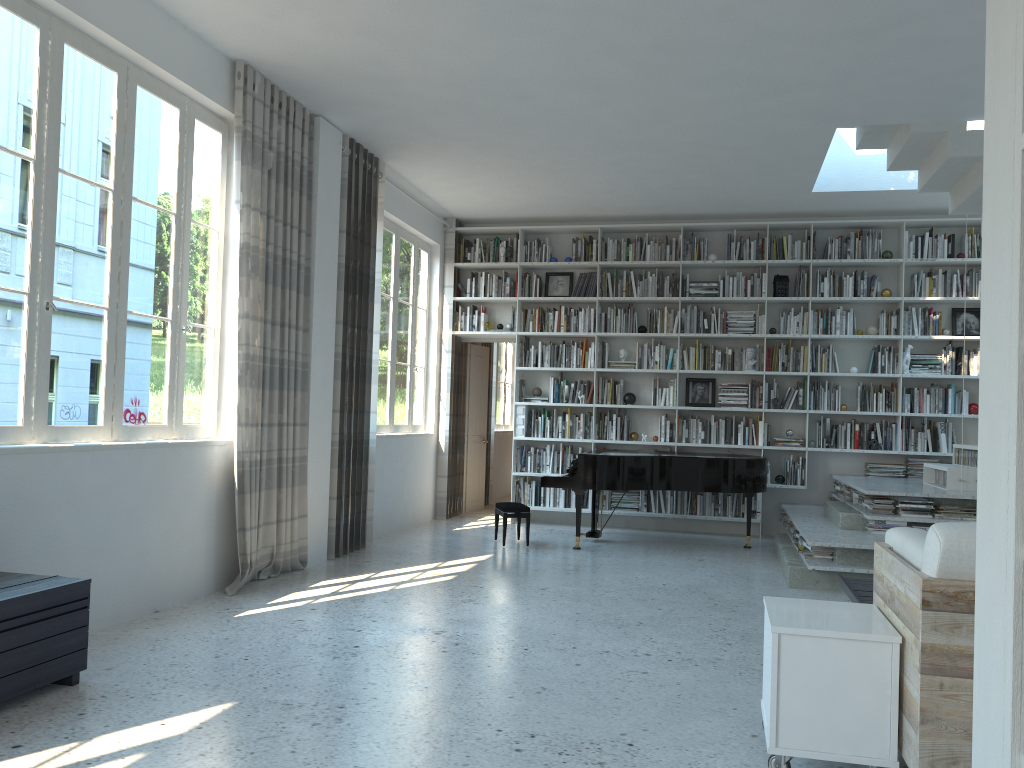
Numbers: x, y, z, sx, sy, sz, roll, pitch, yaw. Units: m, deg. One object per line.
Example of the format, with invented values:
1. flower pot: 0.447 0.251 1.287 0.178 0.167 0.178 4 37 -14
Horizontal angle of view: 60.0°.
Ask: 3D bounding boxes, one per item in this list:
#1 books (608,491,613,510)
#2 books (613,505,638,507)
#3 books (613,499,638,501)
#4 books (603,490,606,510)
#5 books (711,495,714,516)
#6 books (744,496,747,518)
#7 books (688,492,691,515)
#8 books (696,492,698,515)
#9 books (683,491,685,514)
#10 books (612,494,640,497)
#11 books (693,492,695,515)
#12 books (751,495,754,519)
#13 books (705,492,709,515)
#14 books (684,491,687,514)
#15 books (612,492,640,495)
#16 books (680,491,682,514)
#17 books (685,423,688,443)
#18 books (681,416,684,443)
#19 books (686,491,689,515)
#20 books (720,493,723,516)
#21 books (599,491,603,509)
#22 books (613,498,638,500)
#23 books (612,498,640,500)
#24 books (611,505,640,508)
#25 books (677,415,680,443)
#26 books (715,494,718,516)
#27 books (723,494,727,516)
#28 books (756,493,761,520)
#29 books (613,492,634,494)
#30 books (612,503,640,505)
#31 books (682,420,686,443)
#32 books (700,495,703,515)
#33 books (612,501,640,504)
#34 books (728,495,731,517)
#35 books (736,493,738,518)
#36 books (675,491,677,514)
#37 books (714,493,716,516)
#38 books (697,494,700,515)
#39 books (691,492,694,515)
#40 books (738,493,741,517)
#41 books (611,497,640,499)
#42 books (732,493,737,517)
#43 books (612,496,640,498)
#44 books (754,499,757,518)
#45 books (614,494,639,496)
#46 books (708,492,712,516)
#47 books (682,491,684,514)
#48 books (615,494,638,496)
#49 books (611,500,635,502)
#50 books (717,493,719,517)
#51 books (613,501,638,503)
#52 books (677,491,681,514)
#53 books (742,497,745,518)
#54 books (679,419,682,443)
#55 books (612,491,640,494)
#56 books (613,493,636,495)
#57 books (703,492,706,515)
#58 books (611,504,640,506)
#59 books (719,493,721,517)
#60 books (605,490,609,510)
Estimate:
1. books: 1.027 1.167 9.251 0.027 0.282 0.129 2 -2 13
2. books: 1.184 1.260 9.203 0.254 0.007 0.161 1 -2 9
3. books: 1.184 1.199 9.214 0.254 0.006 0.161 1 -2 13
4. books: 0.974 1.191 9.253 0.023 0.231 0.164 2 -2 13
5. books: 2.040 1.230 9.007 0.024 0.203 0.144 2 -2 13
6. books: 2.348 1.236 8.918 0.022 0.205 0.191 2 -2 13
7. books: 1.817 1.171 9.055 0.034 0.311 0.170 2 -2 13
8. books: 1.887 1.201 9.050 0.012 0.255 0.150 2 -2 13
9. books: 1.764 1.196 9.086 0.010 0.259 0.131 2 -2 13
10. books: 1.187 1.156 9.208 0.285 0.005 0.159 1 -2 10
11. books: 1.862 1.208 9.050 0.012 0.239 0.128 2 -2 13
12. books: 2.412 1.231 8.900 0.029 0.217 0.191 2 -2 13
13. books: 1.987 1.213 9.022 0.030 0.234 0.138 2 -2 13
14. books: 1.779 1.194 9.073 0.025 0.263 0.145 2 -2 13
15. books: 1.189 1.134 9.216 0.285 0.005 0.159 1 -2 13
16. books: 1.733 1.174 9.064 0.014 0.300 0.184 2 -2 13
17. books: 1.793 0.499 9.085 0.024 0.208 0.170 2 -2 13
18. books: 1.750 0.464 9.094 0.011 0.275 0.146 2 -2 13
19. books: 1.795 1.157 9.060 0.012 0.337 0.144 2 -2 13
20. books: 2.125 1.203 8.987 0.024 0.262 0.131 2 -2 13
21. books: 0.937 1.214 9.264 0.053 0.184 0.148 1 -2 13
22. books: 1.184 1.188 9.212 0.254 0.006 0.161 1 -2 12
23. books: 1.183 1.193 9.210 0.285 0.005 0.159 1 -2 11
24. books: 1.183 1.267 9.200 0.285 0.007 0.159 1 -2 18
25. books: 1.713 0.459 9.114 0.012 0.285 0.159 2 -2 13
26. books: 2.074 1.226 8.990 0.022 0.213 0.167 2 -2 13
27. books: 2.158 1.229 8.988 0.040 0.212 0.129 2 -2 13
28. books: 2.455 1.204 8.833 0.038 0.269 0.277 2 -2 13
29. books: 1.189 1.129 9.213 0.254 0.006 0.161 1 -2 14
30. books: 1.183 1.239 9.204 0.285 0.007 0.159 1 -2 9
31. books: 1.765 0.485 9.079 0.027 0.234 0.167 2 -2 13
32. books: 1.934 1.231 9.043 0.030 0.196 0.143 2 -2 13
33. books: 1.183 1.226 9.202 0.285 0.007 0.159 2 -2 8
34. books: 2.195 1.230 8.951 0.029 0.210 0.170 2 -2 13
35. books: 2.270 1.178 8.930 0.013 0.317 0.186 2 -2 13
36. books: 1.689 1.197 9.095 0.012 0.254 0.161 2 -2 13
37. books: 2.057 1.189 8.991 0.013 0.285 0.185 2 -2 13
38. books: 1.899 1.225 9.021 0.028 0.206 0.175 2 -2 13
39. books: 1.846 1.204 9.058 0.022 0.247 0.144 2 -2 13
40. books: 2.294 1.218 8.947 0.028 0.238 0.140 2 -2 13
41. books: 1.184 1.177 9.213 0.285 0.005 0.159 1 -2 12
42. books: 2.240 1.210 8.932 0.044 0.251 0.187 2 -2 13
43. books: 1.183 1.166 9.206 0.285 0.005 0.159 1 -2 9
44. books: 2.439 1.250 8.906 0.023 0.182 0.149 2 -2 13
45. books: 1.186 1.150 9.204 0.254 0.006 0.161 2 -2 8
46. books: 2.016 1.201 9.015 0.028 0.261 0.132 2 -2 13
47. books: 1.751 1.155 9.078 0.014 0.340 0.140 2 -2 13
48. books: 1.189 1.145 9.215 0.254 0.006 0.161 1 -2 13
49. books: 1.186 1.212 9.211 0.285 0.007 0.159 1 -2 14
50. books: 2.091 1.164 8.979 0.014 0.335 0.183 2 -2 13
51. books: 1.186 1.219 9.211 0.254 0.007 0.161 1 -2 14
52. books: 1.713 1.195 9.068 0.026 0.256 0.183 2 -2 13
53. books: 2.328 1.243 8.933 0.024 0.191 0.155 2 -2 13
54. books: 1.732 0.480 9.106 0.029 0.244 0.154 2 -2 13
55. books: 1.187 1.123 9.204 0.285 0.005 0.159 1 -2 18
56. books: 1.189 1.140 9.215 0.254 0.006 0.161 1 -2 13
57. books: 1.960 1.183 9.027 0.026 0.294 0.155 2 -2 13
58. books: 1.185 1.253 9.208 0.285 0.007 0.159 1 -2 15
59. books: 2.104 1.189 8.977 0.014 0.288 0.185 2 -2 13
60. books: 1.000 1.194 9.256 0.027 0.227 0.139 2 -2 13
